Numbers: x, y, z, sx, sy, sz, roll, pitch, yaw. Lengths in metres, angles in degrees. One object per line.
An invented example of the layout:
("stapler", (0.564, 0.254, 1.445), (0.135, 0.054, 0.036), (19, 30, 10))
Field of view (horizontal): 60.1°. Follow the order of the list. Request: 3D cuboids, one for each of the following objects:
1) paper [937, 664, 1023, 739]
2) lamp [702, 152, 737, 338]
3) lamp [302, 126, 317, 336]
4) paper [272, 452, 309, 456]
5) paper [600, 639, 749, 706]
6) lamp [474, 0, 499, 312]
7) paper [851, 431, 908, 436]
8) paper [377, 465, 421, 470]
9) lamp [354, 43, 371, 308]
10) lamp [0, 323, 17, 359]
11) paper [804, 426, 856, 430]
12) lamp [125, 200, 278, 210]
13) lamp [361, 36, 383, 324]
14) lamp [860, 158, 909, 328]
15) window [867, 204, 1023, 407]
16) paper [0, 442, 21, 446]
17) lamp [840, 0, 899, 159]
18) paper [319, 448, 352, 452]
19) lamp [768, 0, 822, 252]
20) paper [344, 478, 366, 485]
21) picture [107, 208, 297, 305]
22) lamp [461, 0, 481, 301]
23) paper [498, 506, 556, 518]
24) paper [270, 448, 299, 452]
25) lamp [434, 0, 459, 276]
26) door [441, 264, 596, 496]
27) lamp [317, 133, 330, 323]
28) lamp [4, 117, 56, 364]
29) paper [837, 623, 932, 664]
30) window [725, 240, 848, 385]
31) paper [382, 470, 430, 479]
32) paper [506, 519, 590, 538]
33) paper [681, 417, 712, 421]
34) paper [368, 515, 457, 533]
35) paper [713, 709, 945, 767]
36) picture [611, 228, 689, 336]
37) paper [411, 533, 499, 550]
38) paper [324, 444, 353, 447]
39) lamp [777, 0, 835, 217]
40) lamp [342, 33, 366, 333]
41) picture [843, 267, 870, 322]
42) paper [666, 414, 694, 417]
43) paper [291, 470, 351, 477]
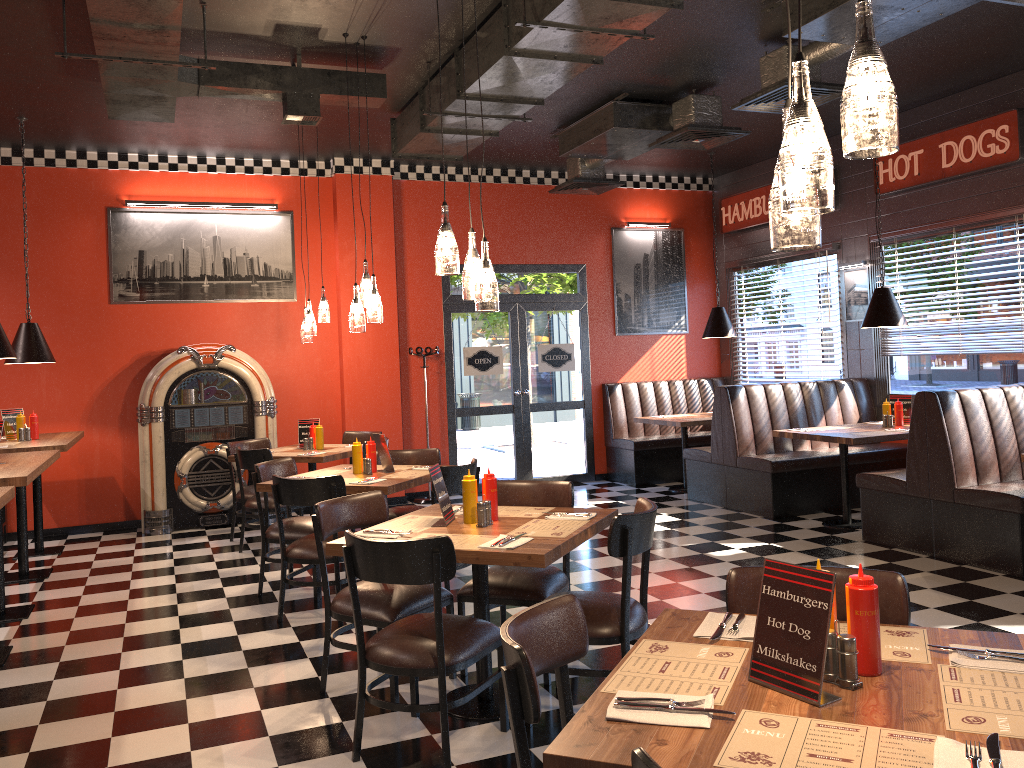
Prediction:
("paper", (0.998, 0.630, 1.760), (0.261, 0.001, 0.365), (-2, 2, 23))
("lamp", (2.243, -1.535, 9.774), (0.381, 2.045, 0.382), (-3, -1, 27))
("lamp", (-1.801, -1.403, 7.750), (0.108, 1.967, 0.108), (-3, -1, 20))
("paper", (-1.875, 0.587, 7.397), (0.365, 0.001, 0.261), (-2, 2, 23))
("paper", (0.380, 0.649, 2.018), (0.261, 0.001, 0.365), (-2, 2, 23))
("lamp", (-0.149, -1.300, 3.889), (0.108, 1.967, 0.108), (-2, -1, -10))
("paper", (2.920, 0.392, 7.050), (0.365, 0.001, 0.261), (-3, 2, -20))
("paper", (-0.848, 0.580, 6.141), (0.365, 0.001, 0.261), (-2, 2, 22))
("lamp", (-1.014, -1.496, 5.963), (0.108, 1.967, 0.108), (-3, -1, 25))
("lamp", (-3.210, -1.169, 5.294), (0.382, 2.045, 0.382), (-3, -1, 19))
("paper", (2.736, 0.381, 7.670), (0.365, 0.001, 0.261), (-3, 2, -20))
("lamp", (-3.097, -1.793, 8.896), (1.445, 0.056, 0.081), (-3, 1, -22))
("lamp", (-0.942, -1.384, 5.849), (0.108, 1.967, 0.108), (-2, -1, -40))
("lamp", (3.129, -1.507, 7.564), (0.382, 2.045, 0.381), (-2, -1, -41))
("window", (4.010, -0.621, 7.887), (0.127, 1.715, 2.026), (-2, 0, -22))
("paper", (-3.937, 0.466, 6.797), (0.261, 0.001, 0.365), (-3, 2, -19))
("lamp", (0.680, -1.445, 1.796), (0.108, 1.967, 0.108), (-2, -1, -30))
("paper", (-1.466, 0.564, 7.579), (0.261, 0.001, 0.365), (-2, 2, 22))
("lamp", (0.571, -1.273, 1.925), (0.108, 1.967, 0.108), (-3, -1, 25))
("paper", (-1.087, 0.608, 5.545), (0.365, 0.001, 0.261), (-2, 2, 25))
("picture", (-3.085, -1.285, 8.914), (1.771, 0.940, 0.023), (-3, -1, -22))
("lamp", (-0.210, -1.360, 3.998), (0.108, 1.967, 0.108), (-3, -1, 20))
("paper", (-0.009, 0.602, 4.181), (0.365, 0.001, 0.261), (-2, 2, 22))
("paper", (-2.058, 0.582, 7.823), (0.261, 0.001, 0.366), (-2, 2, 25))
("lamp", (-0.326, -1.466, 3.932), (0.108, 1.967, 0.108), (-3, -1, 40))
("door", (0.101, -0.092, 10.157), (1.801, 2.574, 0.128), (-2, -1, -22))
("lamp", (-1.694, -1.522, 7.819), (0.108, 1.967, 0.108), (-3, -1, 10))
("lamp", (-4.044, -1.195, 7.373), (0.382, 2.045, 0.382), (-3, -1, 19))
("paper", (0.820, 0.626, 2.171), (0.365, 0.001, 0.261), (-2, 2, 23))
("window", (3.121, -0.649, 10.104), (0.127, 1.715, 2.026), (-2, 0, -22))
("paper", (-0.663, 0.584, 5.733), (0.261, 0.001, 0.365), (-2, 2, 22))
("paper", (0.155, 0.608, 3.746), (0.261, 0.001, 0.365), (-2, 2, 21))
("paper", (1.979, 0.367, 9.261), (0.365, 0.001, 0.261), (-3, 2, -25))
("paper", (-0.442, 0.626, 3.979), (0.261, 0.001, 0.365), (-2, 2, 24))
("paper", (0.571, 0.654, 1.580), (0.365, 0.001, 0.261), (-2, 2, 26))
("picture", (1.690, -1.255, 10.829), (1.024, 1.302, 0.016), (-2, -1, -22))
("paper", (-0.250, 0.631, 3.557), (0.365, 0.001, 0.261), (-2, 2, 22))
("paper", (-1.622, 0.557, 8.017), (0.365, 0.001, 0.261), (-2, 2, 23))
("lamp", (0.555, -1.328, 1.804), (0.108, 1.967, 0.108), (-2, -1, -35))
("lamp", (-1.048, -1.318, 5.790), (0.108, 1.967, 0.108), (-2, -1, -10))
("picture", (3.494, -0.903, 8.976), (0.012, 0.537, 0.351), (-2, 0, -22))
("paper", (1.841, 0.354, 9.884), (0.365, 0.001, 0.261), (-3, 2, -22))
("paper", (-1.285, 0.603, 5.980), (0.261, 0.001, 0.365), (-2, 2, 22))
